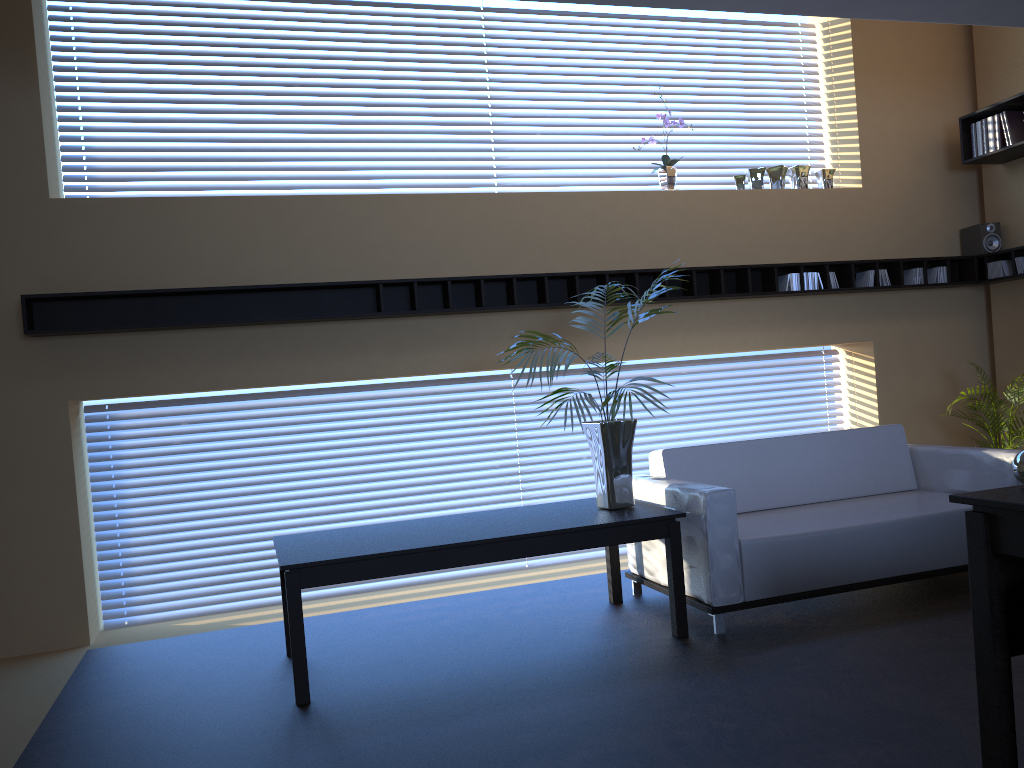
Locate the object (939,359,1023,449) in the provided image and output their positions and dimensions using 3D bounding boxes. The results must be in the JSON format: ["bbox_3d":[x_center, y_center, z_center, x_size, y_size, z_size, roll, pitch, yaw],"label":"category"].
[{"bbox_3d":[3.457,0.406,6.154,0.841,1.241,0.688,-4,1,17],"label":"object"}]

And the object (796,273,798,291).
[{"bbox_3d":[1.970,-0.711,6.267,0.009,0.120,0.142,-5,1,-18],"label":"object"}]

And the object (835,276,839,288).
[{"bbox_3d":[2.280,-0.734,6.354,0.036,0.116,0.140,-5,1,-17],"label":"object"}]

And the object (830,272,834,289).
[{"bbox_3d":[2.246,-0.732,6.343,0.030,0.120,0.142,-5,1,-17],"label":"object"}]

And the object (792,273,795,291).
[{"bbox_3d":[1.944,-0.709,6.251,0.009,0.120,0.142,-5,1,-17],"label":"object"}]

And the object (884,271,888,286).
[{"bbox_3d":[2.679,-0.767,6.476,0.030,0.120,0.142,-5,1,-17],"label":"object"}]

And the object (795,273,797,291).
[{"bbox_3d":[1.962,-0.710,6.261,0.009,0.120,0.142,-5,1,-17],"label":"object"}]

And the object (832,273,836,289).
[{"bbox_3d":[2.264,-0.734,6.355,0.030,0.120,0.142,-5,1,-18],"label":"object"}]

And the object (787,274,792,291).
[{"bbox_3d":[1.924,-0.707,6.245,0.009,0.120,0.142,-5,1,-17],"label":"object"}]

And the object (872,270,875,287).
[{"bbox_3d":[2.585,-0.759,6.455,0.030,0.120,0.142,-5,1,-17],"label":"object"}]

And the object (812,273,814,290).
[{"bbox_3d":[2.095,-0.721,6.296,0.006,0.118,0.140,-5,1,-17],"label":"object"}]

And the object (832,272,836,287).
[{"bbox_3d":[2.265,-0.734,6.353,0.026,0.117,0.140,-5,1,-18],"label":"object"}]

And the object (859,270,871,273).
[{"bbox_3d":[2.543,-0.755,6.437,0.041,0.122,0.142,-5,1,-17],"label":"object"}]

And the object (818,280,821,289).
[{"bbox_3d":[2.155,-0.724,6.320,0.041,0.122,0.142,-5,1,-17],"label":"object"}]

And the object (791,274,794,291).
[{"bbox_3d":[1.934,-0.708,6.247,0.009,0.120,0.142,-5,1,-17],"label":"object"}]

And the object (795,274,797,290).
[{"bbox_3d":[1.962,-0.710,6.258,0.006,0.118,0.140,-5,1,-17],"label":"object"}]

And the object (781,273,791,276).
[{"bbox_3d":[1.925,-0.707,6.243,0.009,0.124,0.142,-5,1,-17],"label":"object"}]

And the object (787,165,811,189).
[{"bbox_3d":[2.102,-1.500,6.501,0.144,0.174,0.137,-5,1,-27],"label":"object"}]

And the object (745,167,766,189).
[{"bbox_3d":[1.761,-1.466,6.396,0.133,0.160,0.126,-5,1,3],"label":"object"}]

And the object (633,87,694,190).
[{"bbox_3d":[1.101,-1.683,6.198,0.436,0.695,0.352,-5,1,-38],"label":"object"}]

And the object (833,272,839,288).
[{"bbox_3d":[2.280,-0.734,6.355,0.040,0.118,0.142,-5,1,-17],"label":"object"}]

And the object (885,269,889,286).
[{"bbox_3d":[2.690,-0.768,6.475,0.026,0.117,0.140,-5,1,-17],"label":"object"}]

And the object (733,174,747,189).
[{"bbox_3d":[1.638,-1.433,6.359,0.090,0.113,0.094,-4,1,18],"label":"object"}]

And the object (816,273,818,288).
[{"bbox_3d":[2.131,-0.724,6.315,0.009,0.120,0.142,-5,1,-17],"label":"object"}]

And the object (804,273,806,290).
[{"bbox_3d":[2.035,-0.716,6.281,0.009,0.120,0.142,-5,1,-17],"label":"object"}]

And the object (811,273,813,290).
[{"bbox_3d":[2.086,-0.720,6.292,0.006,0.118,0.140,-5,1,-17],"label":"object"}]

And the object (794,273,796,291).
[{"bbox_3d":[1.953,-0.710,6.254,0.009,0.120,0.142,-5,1,-17],"label":"object"}]

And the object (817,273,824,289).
[{"bbox_3d":[2.156,-0.724,6.318,0.040,0.118,0.142,-5,1,-17],"label":"object"}]

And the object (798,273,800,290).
[{"bbox_3d":[1.991,-0.713,6.269,0.006,0.118,0.140,-5,1,-17],"label":"object"}]

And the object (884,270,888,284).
[{"bbox_3d":[2.688,-0.767,6.480,0.030,0.120,0.142,-5,1,-17],"label":"object"}]

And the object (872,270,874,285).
[{"bbox_3d":[2.575,-0.758,6.452,0.030,0.120,0.142,-5,1,-17],"label":"object"}]

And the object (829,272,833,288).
[{"bbox_3d":[2.238,-0.732,6.337,0.026,0.117,0.140,-5,1,-17],"label":"object"}]

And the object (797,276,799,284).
[{"bbox_3d":[1.981,-0.712,6.267,0.009,0.120,0.142,-5,1,-17],"label":"object"}]

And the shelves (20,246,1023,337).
[{"bbox_3d":[0.649,-0.633,5.320,6.618,0.213,1.249,-5,0,-17],"label":"shelves"}]

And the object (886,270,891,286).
[{"bbox_3d":[2.703,-0.768,6.485,0.040,0.118,0.142,-5,1,-17],"label":"object"}]

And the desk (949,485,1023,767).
[{"bbox_3d":[2.243,0.658,2.227,1.893,0.891,0.914,-5,1,-17],"label":"desk"}]

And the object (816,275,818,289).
[{"bbox_3d":[2.122,-0.723,6.310,0.009,0.120,0.142,-5,1,-17],"label":"object"}]

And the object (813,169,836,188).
[{"bbox_3d":[2.321,-1.505,6.568,0.124,0.149,0.117,-5,1,-17],"label":"object"}]

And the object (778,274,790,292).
[{"bbox_3d":[1.901,-0.704,6.239,0.040,0.118,0.142,-5,1,-17],"label":"object"}]

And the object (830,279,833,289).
[{"bbox_3d":[2.237,-0.732,6.339,0.030,0.120,0.142,-5,1,-17],"label":"object"}]

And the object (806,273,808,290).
[{"bbox_3d":[2.053,-0.717,6.291,0.009,0.120,0.142,-5,1,-17],"label":"object"}]

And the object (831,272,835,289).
[{"bbox_3d":[2.255,-0.733,6.349,0.030,0.120,0.142,-5,1,-17],"label":"object"}]

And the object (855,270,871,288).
[{"bbox_3d":[2.543,-0.755,6.435,0.040,0.118,0.142,-5,1,-17],"label":"object"}]

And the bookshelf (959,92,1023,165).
[{"bbox_3d":[4.205,-1.859,4.096,0.361,0.340,5.126,-5,0,-17],"label":"bookshelf"}]

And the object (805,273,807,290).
[{"bbox_3d":[2.044,-0.717,6.288,0.006,0.118,0.140,-5,1,-17],"label":"object"}]

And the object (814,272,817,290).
[{"bbox_3d":[2.114,-0.722,6.301,0.009,0.120,0.142,-5,1,-17],"label":"object"}]

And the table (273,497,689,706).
[{"bbox_3d":[-0.174,1.003,4.418,1.893,0.603,0.898,-5,0,-17],"label":"table"}]

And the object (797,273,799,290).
[{"bbox_3d":[1.981,-0.712,6.265,0.006,0.118,0.140,-5,1,-17],"label":"object"}]

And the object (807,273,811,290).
[{"bbox_3d":[2.066,-0.719,6.286,0.009,0.120,0.142,-5,1,-17],"label":"object"}]

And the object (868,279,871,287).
[{"bbox_3d":[2.556,-0.757,6.444,0.030,0.120,0.142,-5,1,-17],"label":"object"}]

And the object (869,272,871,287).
[{"bbox_3d":[2.556,-0.757,6.442,0.026,0.117,0.140,-5,1,-17],"label":"object"}]

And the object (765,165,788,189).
[{"bbox_3d":[1.931,-1.487,6.452,0.137,0.174,0.144,-4,1,33],"label":"object"}]

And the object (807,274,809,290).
[{"bbox_3d":[2.054,-0.718,6.288,0.006,0.118,0.140,-5,1,-17],"label":"object"}]

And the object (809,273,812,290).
[{"bbox_3d":[2.076,-0.719,6.287,0.009,0.120,0.142,-5,1,-17],"label":"object"}]

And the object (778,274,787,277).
[{"bbox_3d":[1.900,-0.704,6.242,0.041,0.122,0.142,-5,1,-18],"label":"object"}]

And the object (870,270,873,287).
[{"bbox_3d":[2.566,-0.758,6.445,0.030,0.120,0.142,-5,1,-17],"label":"object"}]

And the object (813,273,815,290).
[{"bbox_3d":[2.104,-0.722,6.300,0.009,0.120,0.142,-5,1,-17],"label":"object"}]
